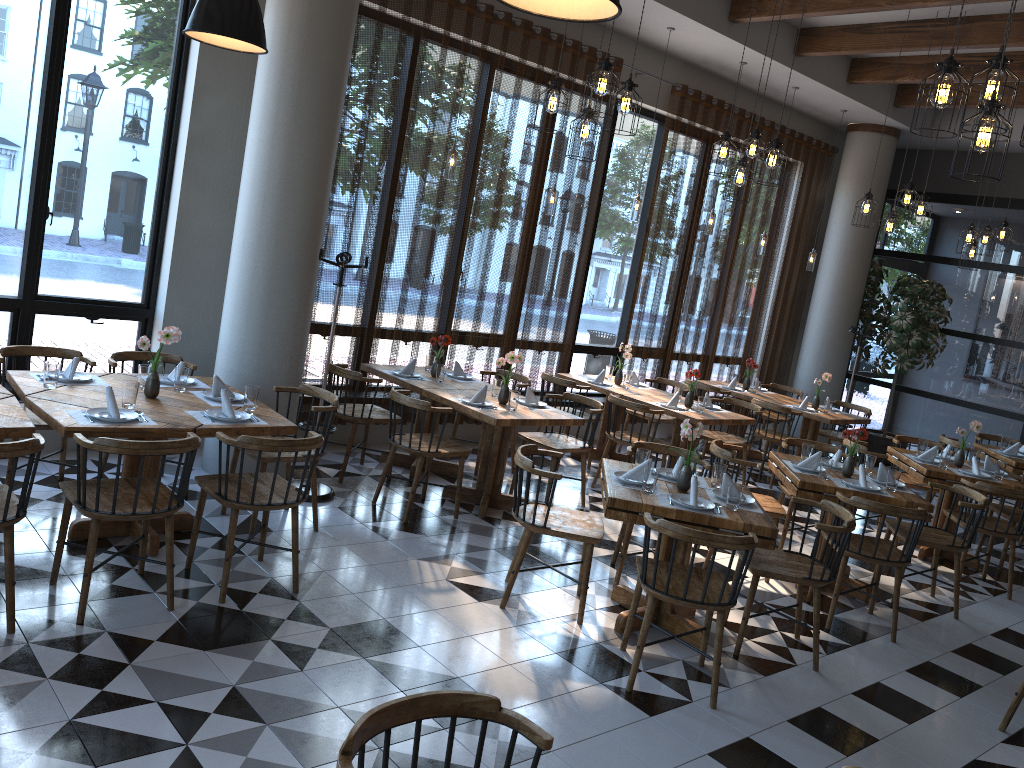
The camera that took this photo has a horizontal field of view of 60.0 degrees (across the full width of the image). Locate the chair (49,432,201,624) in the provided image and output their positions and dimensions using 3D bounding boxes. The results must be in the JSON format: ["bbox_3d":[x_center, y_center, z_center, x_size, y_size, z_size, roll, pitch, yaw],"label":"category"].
[{"bbox_3d":[-1.754,0.582,4.011,0.519,0.813,0.553,4,10,-42],"label":"chair"}]

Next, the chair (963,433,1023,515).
[{"bbox_3d":[5.021,0.978,9.169,0.519,0.813,0.552,10,7,3],"label":"chair"}]

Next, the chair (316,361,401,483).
[{"bbox_3d":[-1.155,0.274,6.640,0.549,0.813,0.523,4,10,-42],"label":"chair"}]

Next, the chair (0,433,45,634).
[{"bbox_3d":[-2.238,0.565,3.577,0.519,0.813,0.553,4,10,-42],"label":"chair"}]

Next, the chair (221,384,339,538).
[{"bbox_3d":[-1.382,0.441,5.328,0.549,0.813,0.523,4,10,-42],"label":"chair"}]

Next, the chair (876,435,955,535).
[{"bbox_3d":[3.616,0.926,7.907,0.519,0.813,0.552,10,7,3],"label":"chair"}]

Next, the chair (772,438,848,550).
[{"bbox_3d":[2.235,0.875,6.666,0.519,0.813,0.552,10,7,3],"label":"chair"}]

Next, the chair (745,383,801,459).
[{"bbox_3d":[3.052,0.428,10.417,0.549,0.813,0.523,4,10,-42],"label":"chair"}]

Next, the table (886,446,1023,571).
[{"bbox_3d":[3.576,1.046,7.273,0.864,0.760,0.868,11,8,3],"label":"table"}]

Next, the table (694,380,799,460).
[{"bbox_3d":[2.558,0.435,9.987,0.849,0.760,0.856,3,11,-42],"label":"table"}]

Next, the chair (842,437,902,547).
[{"bbox_3d":[2.939,0.901,7.299,0.550,0.813,0.522,11,7,3],"label":"chair"}]

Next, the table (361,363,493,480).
[{"bbox_3d":[-0.680,0.316,7.080,0.849,0.760,0.856,3,11,-42],"label":"table"}]

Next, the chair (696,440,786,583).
[{"bbox_3d":[1.557,0.851,6.058,0.550,0.813,0.522,11,7,3],"label":"chair"}]

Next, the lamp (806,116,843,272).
[{"bbox_3d":[3.665,-2.284,10.299,0.078,1.955,0.078,9,7,-10],"label":"lamp"}]

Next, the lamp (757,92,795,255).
[{"bbox_3d":[2.894,-2.370,9.591,0.078,1.955,0.078,14,8,33],"label":"lamp"}]

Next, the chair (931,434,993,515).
[{"bbox_3d":[4.344,0.953,8.561,0.550,0.813,0.522,11,7,3],"label":"chair"}]

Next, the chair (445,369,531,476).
[{"bbox_3d":[-0.185,0.309,7.510,0.549,0.813,0.523,4,10,-42],"label":"chair"}]

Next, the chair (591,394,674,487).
[{"bbox_3d":[1.026,0.530,7.487,0.549,0.813,0.523,4,10,-42],"label":"chair"}]

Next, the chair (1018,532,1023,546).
[{"bbox_3d":[4.933,1.164,7.889,0.519,0.813,0.552,10,7,3],"label":"chair"}]

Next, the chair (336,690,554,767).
[{"bbox_3d":[-0.151,1.196,1.944,0.519,0.813,0.553,4,10,-42],"label":"chair"}]

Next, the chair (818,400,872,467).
[{"bbox_3d":[3.598,0.624,9.796,0.549,0.813,0.523,4,10,-42],"label":"chair"}]

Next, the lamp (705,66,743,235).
[{"bbox_3d":[2.175,-2.479,8.922,0.078,1.955,0.078,15,8,37],"label":"lamp"}]

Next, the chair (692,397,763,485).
[{"bbox_3d":[1.996,0.565,8.358,0.549,0.813,0.523,4,10,-42],"label":"chair"}]

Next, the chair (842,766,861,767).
[{"bbox_3d":[0.743,1.361,1.911,0.549,0.813,0.523,4,10,-42],"label":"chair"}]

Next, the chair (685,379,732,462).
[{"bbox_3d":[2.082,0.393,9.547,0.549,0.813,0.523,4,10,-42],"label":"chair"}]

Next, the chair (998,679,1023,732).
[{"bbox_3d":[2.728,1.343,4.267,0.519,0.813,0.553,4,10,-42],"label":"chair"}]

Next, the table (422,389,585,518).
[{"bbox_3d":[-0.126,0.515,6.450,0.849,0.760,0.856,3,11,-42],"label":"table"}]

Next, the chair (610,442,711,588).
[{"bbox_3d":[0.898,0.826,5.466,0.519,0.813,0.552,10,7,3],"label":"chair"}]

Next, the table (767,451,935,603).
[{"bbox_3d":[2.194,0.996,6.032,0.864,0.760,0.868,11,8,3],"label":"table"}]

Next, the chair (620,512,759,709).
[{"bbox_3d":[0.809,1.013,4.186,0.519,0.813,0.552,10,7,3],"label":"chair"}]

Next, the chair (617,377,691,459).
[{"bbox_3d":[1.451,0.370,8.979,0.549,0.813,0.523,4,10,-42],"label":"chair"}]

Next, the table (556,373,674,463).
[{"bbox_3d":[0.956,0.376,8.549,0.849,0.760,0.856,3,11,-42],"label":"table"}]

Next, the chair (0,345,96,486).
[{"bbox_3d":[-2.722,0.232,5.132,0.519,0.813,0.553,4,10,-42],"label":"chair"}]

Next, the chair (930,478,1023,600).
[{"bbox_3d":[3.528,1.113,6.628,0.519,0.813,0.552,10,7,3],"label":"chair"}]

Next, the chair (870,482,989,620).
[{"bbox_3d":[2.824,1.087,5.995,0.550,0.813,0.522,11,7,3],"label":"chair"}]

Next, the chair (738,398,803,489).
[{"bbox_3d":[2.628,0.588,8.925,0.549,0.813,0.523,4,10,-42],"label":"chair"}]

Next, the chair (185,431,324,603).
[{"bbox_3d":[-1.286,0.600,4.431,0.519,0.813,0.553,4,10,-42],"label":"chair"}]

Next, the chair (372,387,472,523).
[{"bbox_3d":[-0.610,0.470,6.018,0.549,0.813,0.523,4,10,-42],"label":"chair"}]

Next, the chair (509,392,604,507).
[{"bbox_3d":[0.361,0.505,6.889,0.549,0.813,0.523,4,10,-42],"label":"chair"}]

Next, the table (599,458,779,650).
[{"bbox_3d":[0.857,0.947,4.832,0.864,0.760,0.868,11,8,3],"label":"table"}]

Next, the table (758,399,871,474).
[{"bbox_3d":[3.111,0.634,9.357,0.849,0.760,0.856,3,11,-42],"label":"table"}]

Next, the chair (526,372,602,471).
[{"bbox_3d":[0.481,0.334,8.109,0.549,0.813,0.523,4,10,-42],"label":"chair"}]

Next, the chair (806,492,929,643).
[{"bbox_3d":[2.146,1.062,5.387,0.519,0.813,0.552,10,7,3],"label":"chair"}]

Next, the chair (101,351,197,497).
[{"bbox_3d":[-2.267,0.249,5.540,0.519,0.813,0.553,4,10,-42],"label":"chair"}]

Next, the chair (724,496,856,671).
[{"bbox_3d":[1.487,1.038,4.794,0.550,0.813,0.522,11,7,3],"label":"chair"}]

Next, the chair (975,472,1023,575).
[{"bbox_3d":[4.205,1.138,7.236,0.550,0.813,0.522,11,7,3],"label":"chair"}]

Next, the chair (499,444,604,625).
[{"bbox_3d":[0.220,0.801,4.858,0.550,0.813,0.522,11,7,3],"label":"chair"}]

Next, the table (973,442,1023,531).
[{"bbox_3d":[4.972,1.098,8.527,0.864,0.760,0.868,11,8,3],"label":"table"}]

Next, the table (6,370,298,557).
[{"bbox_3d":[-1.995,0.445,4.779,1.212,0.760,1.224,4,10,-38],"label":"table"}]

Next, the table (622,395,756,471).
[{"bbox_3d":[1.509,0.575,7.919,0.849,0.760,0.856,3,11,-42],"label":"table"}]

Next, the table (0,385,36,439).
[{"bbox_3d":[-2.932,0.411,3.938,1.212,0.760,1.224,4,10,-38],"label":"table"}]
